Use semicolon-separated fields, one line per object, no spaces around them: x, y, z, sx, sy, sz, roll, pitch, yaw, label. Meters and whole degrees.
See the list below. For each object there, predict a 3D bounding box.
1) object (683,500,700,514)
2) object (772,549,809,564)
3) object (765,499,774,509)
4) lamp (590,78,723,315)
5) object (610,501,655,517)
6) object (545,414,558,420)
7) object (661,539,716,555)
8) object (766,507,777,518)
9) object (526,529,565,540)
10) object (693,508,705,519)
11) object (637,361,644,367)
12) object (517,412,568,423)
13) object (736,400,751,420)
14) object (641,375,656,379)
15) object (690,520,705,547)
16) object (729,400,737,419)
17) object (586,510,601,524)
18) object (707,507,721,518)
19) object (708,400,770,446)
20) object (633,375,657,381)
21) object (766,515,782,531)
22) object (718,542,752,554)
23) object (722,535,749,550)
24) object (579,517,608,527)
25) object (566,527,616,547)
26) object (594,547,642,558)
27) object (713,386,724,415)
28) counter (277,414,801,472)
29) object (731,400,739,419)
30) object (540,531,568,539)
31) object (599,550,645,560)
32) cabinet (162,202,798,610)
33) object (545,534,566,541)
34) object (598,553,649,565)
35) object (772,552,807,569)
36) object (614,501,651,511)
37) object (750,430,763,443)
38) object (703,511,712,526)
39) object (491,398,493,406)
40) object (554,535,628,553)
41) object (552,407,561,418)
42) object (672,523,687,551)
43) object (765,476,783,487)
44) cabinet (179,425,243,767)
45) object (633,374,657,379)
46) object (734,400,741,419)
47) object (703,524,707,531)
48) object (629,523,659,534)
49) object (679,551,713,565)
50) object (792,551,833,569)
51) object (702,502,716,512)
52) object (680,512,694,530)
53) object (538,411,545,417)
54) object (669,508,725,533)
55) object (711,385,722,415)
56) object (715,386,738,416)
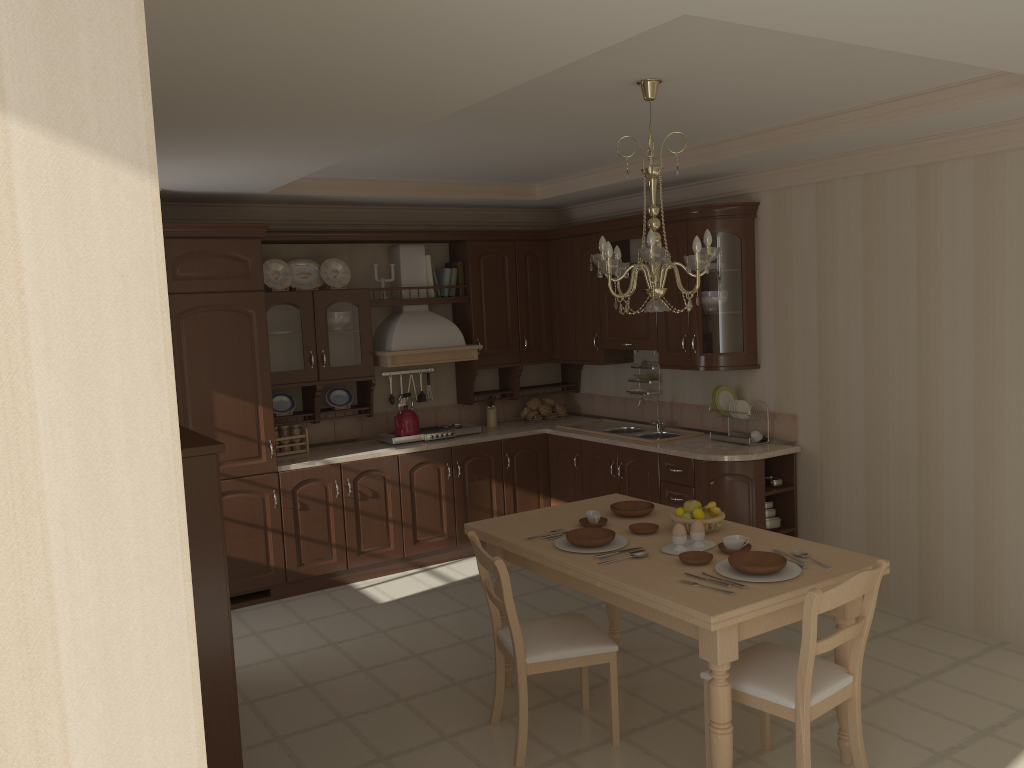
0.762;0.523;3.762;0.068;0.061;0.069;-4;6;-16;object
1.041;0.647;3.330;0.022;0.004;0.216;-4;6;-17;object
1.534;0.731;5.408;0.084;0.045;0.120;-5;6;-21;object
0.551;-0.768;3.471;0.502;0.982;0.501;0;6;27;lamp
0.555;0.581;4.088;0.204;0.042;0.204;-2;5;7;object
0.307;0.254;7.021;0.103;0.060;0.105;-7;7;-37;object
0.698;0.645;3.507;0.245;0.005;0.157;-7;6;-35;object
1.536;0.778;5.413;0.106;0.057;0.152;-5;6;-21;object
0.145;0.645;3.810;0.218;0.004;0.028;-8;7;-42;object
0.781;0.546;3.704;0.045;0.053;0.051;-8;7;-44;object
0.933;-0.150;6.426;0.044;0.051;0.049;0;6;26;object
0.242;0.258;7.008;0.364;0.060;0.199;-6;6;-32;object
1.442;0.162;5.521;0.123;0.119;0.034;-6;6;-32;object
0.952;-0.049;6.343;0.167;0.051;0.174;-6;6;-32;object
0.738;0.591;3.529;0.058;0.104;0.058;1;7;36;object
1.409;0.158;5.575;0.123;0.119;0.034;-6;6;-32;object
0.361;0.598;3.910;0.063;0.055;0.119;-3;5;-3;object
0.844;0.550;3.736;0.064;0.094;0.176;-2;5;5;object
1.422;0.226;5.565;0.172;0.275;0.359;-6;6;-31;object
0.951;-0.046;6.342;0.167;0.051;0.174;-6;6;-32;object
1.539;0.836;5.418;0.145;0.077;0.208;-5;6;-21;object
0.860;0.636;3.424;0.126;0.026;0.127;-7;7;-41;object
0.866;0.619;3.425;0.119;0.055;0.063;-4;6;-18;object
0.360;0.614;3.918;0.126;0.026;0.127;-3;5;-5;object
0.322;0.633;3.626;0.204;0.042;0.204;-6;6;-32;object
0.419;0.660;3.486;0.221;0.008;0.023;-5;6;-27;object
1.355;0.105;5.656;0.193;0.188;0.047;-6;6;-31;object
-0.015;0.443;5.645;2.603;0.034;2.422;-6;6;-32;counter
1.420;0.159;5.557;0.123;0.119;0.034;-6;6;-30;object
0.210;0.641;3.803;0.212;0.008;0.018;-6;6;-33;object
0.434;0.664;3.454;0.216;0.004;0.022;-5;6;-27;object
-0.291;0.133;5.463;3.226;2.313;2.436;-6;6;-32;cabinet
0.233;0.643;3.773;0.218;0.008;0.022;-6;6;-30;object
0.427;0.668;3.390;0.219;0.011;0.047;-5;6;-23;object
1.017;0.651;3.283;0.023;0.008;0.221;-4;6;-17;object
0.556;0.577;4.086;0.168;0.034;0.168;-5;6;-21;object
1.519;0.324;5.504;0.073;0.072;0.085;-1;6;22;object
0.810;0.572;3.754;0.076;0.065;0.077;1;6;34;object
-0.162;0.181;6.872;0.016;0.158;0.051;-1;6;20;object
0.323;0.651;3.627;0.299;0.009;0.299;-6;6;-34;object
0.335;0.222;7.089;0.091;0.100;0.125;-7;7;-37;object
0.658;0.599;3.489;0.058;0.104;0.058;1;7;36;object
1.590;0.596;5.405;0.084;0.045;0.120;-5;6;-21;object
-1.542;0.854;3.569;0.538;1.349;1.513;-6;6;-32;cabinet
0.953;-0.052;6.343;0.167;0.051;0.174;-6;6;-32;object
1.431;0.160;5.539;0.123;0.119;0.034;-6;6;-32;object
0.791;0.594;3.699;0.055;0.046;0.046;-3;5;1;object
0.561;0.618;3.769;0.127;0.026;0.126;-1;6;23;object
0.688;0.654;3.314;0.126;0.026;0.127;-7;7;-41;object
1.104;0.647;3.267;0.047;0.011;0.219;-4;6;-16;object
0.829;0.531;3.749;0.066;0.085;0.184;-2;5;5;object
0.740;0.578;3.729;0.072;0.076;0.074;1;6;33;object
0.252;0.231;7.048;0.098;0.094;0.114;1;7;38;object
0.785;0.584;3.763;0.235;0.068;0.235;-1;5;15;object
1.345;0.104;5.672;0.193;0.188;0.047;-6;6;-31;object
1.364;0.106;5.640;0.193;0.188;0.047;-6;6;-31;object
